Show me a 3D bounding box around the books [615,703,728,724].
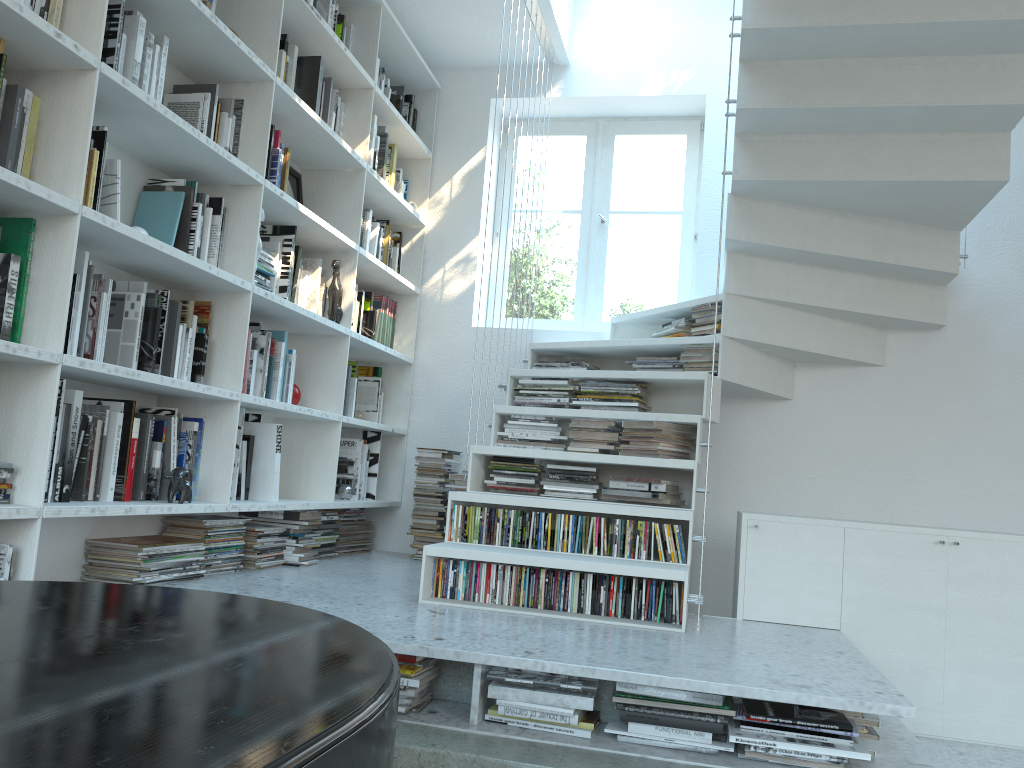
[{"bbox_3d":[0.378,0.758,2.091,0.250,0.009,0.187,3,-6,13],"label":"books"}]

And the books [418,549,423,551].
[{"bbox_3d":[-0.365,0.810,4.337,0.133,0.007,0.225,3,-6,10],"label":"books"}]

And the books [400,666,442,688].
[{"bbox_3d":[-0.344,0.726,2.256,0.293,0.017,0.179,3,-6,14],"label":"books"}]

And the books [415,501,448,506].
[{"bbox_3d":[-0.378,0.583,4.327,0.141,0.011,0.253,4,-6,7],"label":"books"}]

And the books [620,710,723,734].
[{"bbox_3d":[0.378,0.776,2.094,0.230,0.026,0.178,3,-6,13],"label":"books"}]

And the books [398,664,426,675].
[{"bbox_3d":[-0.343,0.701,2.255,0.261,0.009,0.187,3,-6,12],"label":"books"}]

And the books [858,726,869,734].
[{"bbox_3d":[0.794,0.836,2.232,0.168,0.012,0.210,3,-6,14],"label":"books"}]

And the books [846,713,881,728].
[{"bbox_3d":[0.814,0.815,2.230,0.190,0.015,0.230,3,-7,18],"label":"books"}]

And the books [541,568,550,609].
[{"bbox_3d":[0.112,0.661,2.882,0.010,0.125,0.125,3,-6,13],"label":"books"}]

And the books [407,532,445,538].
[{"bbox_3d":[-0.377,0.738,4.347,0.187,0.009,0.261,3,-7,18],"label":"books"}]

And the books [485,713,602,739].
[{"bbox_3d":[0.078,0.821,2.167,0.262,0.016,0.132,3,-7,18],"label":"books"}]

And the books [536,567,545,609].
[{"bbox_3d":[0.097,0.660,2.886,0.007,0.125,0.125,3,-6,13],"label":"books"}]

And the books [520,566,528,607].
[{"bbox_3d":[0.046,0.657,2.897,0.008,0.125,0.125,3,-6,13],"label":"books"}]

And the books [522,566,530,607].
[{"bbox_3d":[0.054,0.658,2.896,0.007,0.125,0.125,3,-6,13],"label":"books"}]

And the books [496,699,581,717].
[{"bbox_3d":[0.078,0.767,2.153,0.187,0.015,0.178,3,-7,18],"label":"books"}]

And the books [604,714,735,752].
[{"bbox_3d":[0.375,0.821,2.093,0.292,0.007,0.155,3,-6,16],"label":"books"}]

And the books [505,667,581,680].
[{"bbox_3d":[0.089,0.695,2.182,0.181,0.014,0.134,3,-7,18],"label":"books"}]

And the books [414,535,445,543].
[{"bbox_3d":[-0.372,0.756,4.344,0.160,0.027,0.185,3,-6,15],"label":"books"}]

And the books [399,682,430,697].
[{"bbox_3d":[-0.343,0.763,2.273,0.237,0.017,0.138,3,-6,12],"label":"books"}]

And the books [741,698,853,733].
[{"bbox_3d":[0.653,0.764,2.048,0.228,0.014,0.149,3,-6,11],"label":"books"}]

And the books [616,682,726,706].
[{"bbox_3d":[0.380,0.708,2.085,0.237,0.022,0.189,3,-7,18],"label":"books"}]

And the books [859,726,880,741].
[{"bbox_3d":[0.803,0.849,2.228,0.189,0.013,0.215,3,-6,12],"label":"books"}]

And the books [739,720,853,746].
[{"bbox_3d":[0.652,0.797,2.053,0.242,0.012,0.137,3,-6,14],"label":"books"}]

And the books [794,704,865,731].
[{"bbox_3d":[0.792,0.826,2.234,0.153,0.009,0.261,3,-6,16],"label":"books"}]

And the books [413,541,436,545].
[{"bbox_3d":[-0.376,0.777,4.343,0.159,0.015,0.254,3,-6,10],"label":"books"}]

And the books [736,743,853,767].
[{"bbox_3d":[0.647,0.855,2.046,0.249,0.009,0.144,3,-6,13],"label":"books"}]

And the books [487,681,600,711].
[{"bbox_3d":[0.081,0.745,2.160,0.250,0.029,0.174,3,-6,11],"label":"books"}]

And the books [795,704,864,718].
[{"bbox_3d":[0.790,0.797,2.237,0.154,0.018,0.221,3,-6,14],"label":"books"}]

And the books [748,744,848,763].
[{"bbox_3d":[0.647,0.828,2.039,0.208,0.015,0.153,3,-6,10],"label":"books"}]

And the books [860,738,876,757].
[{"bbox_3d":[0.796,0.887,2.226,0.177,0.015,0.216,3,-6,11],"label":"books"}]

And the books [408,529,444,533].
[{"bbox_3d":[-0.395,0.712,4.316,0.132,0.007,0.256,3,-7,18],"label":"books"}]

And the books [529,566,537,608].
[{"bbox_3d":[0.075,0.659,2.891,0.007,0.125,0.125,3,-6,13],"label":"books"}]

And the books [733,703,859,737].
[{"bbox_3d":[0.653,0.775,2.050,0.269,0.009,0.132,3,-7,17],"label":"books"}]

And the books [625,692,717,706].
[{"bbox_3d":[0.382,0.725,2.097,0.208,0.008,0.170,3,-6,16],"label":"books"}]

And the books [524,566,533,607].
[{"bbox_3d":[0.060,0.658,2.894,0.008,0.125,0.125,3,-6,13],"label":"books"}]

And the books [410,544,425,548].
[{"bbox_3d":[-0.373,0.790,4.341,0.165,0.010,0.286,3,-6,13],"label":"books"}]

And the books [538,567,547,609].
[{"bbox_3d":[0.105,0.661,2.884,0.007,0.125,0.125,3,-6,13],"label":"books"}]

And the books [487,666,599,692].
[{"bbox_3d":[0.081,0.706,2.151,0.256,0.014,0.192,4,-6,9],"label":"books"}]

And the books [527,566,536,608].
[{"bbox_3d":[0.068,0.659,2.892,0.009,0.125,0.125,3,-6,13],"label":"books"}]

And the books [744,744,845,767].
[{"bbox_3d":[0.645,0.841,2.032,0.212,0.014,0.161,3,-7,17],"label":"books"}]

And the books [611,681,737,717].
[{"bbox_3d":[0.380,0.742,2.095,0.281,0.013,0.168,3,-6,10],"label":"books"}]

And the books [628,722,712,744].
[{"bbox_3d":[0.378,0.804,2.100,0.189,0.028,0.156,3,-6,14],"label":"books"}]

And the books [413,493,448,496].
[{"bbox_3d":[-0.379,0.539,4.333,0.149,0.005,0.261,3,-6,11],"label":"books"}]

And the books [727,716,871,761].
[{"bbox_3d":[0.646,0.807,2.028,0.297,0.014,0.185,3,-6,12],"label":"books"}]

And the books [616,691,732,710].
[{"bbox_3d":[0.381,0.732,2.097,0.260,0.007,0.171,3,-6,11],"label":"books"}]

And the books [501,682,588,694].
[{"bbox_3d":[0.085,0.724,2.172,0.208,0.017,0.145,4,-6,8],"label":"books"}]

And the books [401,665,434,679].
[{"bbox_3d":[-0.343,0.712,2.260,0.254,0.012,0.161,3,-7,17],"label":"books"}]

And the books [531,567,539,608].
[{"bbox_3d":[0.082,0.659,2.889,0.008,0.125,0.125,3,-6,13],"label":"books"}]

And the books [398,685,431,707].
[{"bbox_3d":[-0.349,0.776,2.250,0.247,0.014,0.178,3,-6,11],"label":"books"}]

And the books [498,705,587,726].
[{"bbox_3d":[0.079,0.787,2.162,0.192,0.024,0.167,3,-6,14],"label":"books"}]

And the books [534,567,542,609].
[{"bbox_3d":[0.090,0.660,2.887,0.007,0.125,0.125,3,-6,13],"label":"books"}]

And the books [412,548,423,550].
[{"bbox_3d":[-0.366,0.803,4.338,0.189,0.006,0.250,4,-6,8],"label":"books"}]

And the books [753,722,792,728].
[{"bbox_3d":[0.658,0.788,2.075,0.190,0.011,0.091,3,-6,11],"label":"books"}]

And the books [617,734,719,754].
[{"bbox_3d":[0.375,0.835,2.096,0.230,0.020,0.142,3,-7,18],"label":"books"}]

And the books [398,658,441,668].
[{"bbox_3d":[-0.337,0.694,2.281,0.296,0.013,0.129,3,-6,11],"label":"books"}]

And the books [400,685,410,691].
[{"bbox_3d":[-0.344,0.745,2.263,0.203,0.018,0.159,3,-6,11],"label":"books"}]

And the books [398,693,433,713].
[{"bbox_3d":[-0.351,0.788,2.243,0.253,0.011,0.182,3,-7,17],"label":"books"}]

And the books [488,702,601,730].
[{"bbox_3d":[0.081,0.808,2.177,0.258,0.013,0.136,3,-6,13],"label":"books"}]

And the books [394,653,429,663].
[{"bbox_3d":[-0.338,0.672,2.272,0.261,0.028,0.139,3,-7,18],"label":"books"}]
